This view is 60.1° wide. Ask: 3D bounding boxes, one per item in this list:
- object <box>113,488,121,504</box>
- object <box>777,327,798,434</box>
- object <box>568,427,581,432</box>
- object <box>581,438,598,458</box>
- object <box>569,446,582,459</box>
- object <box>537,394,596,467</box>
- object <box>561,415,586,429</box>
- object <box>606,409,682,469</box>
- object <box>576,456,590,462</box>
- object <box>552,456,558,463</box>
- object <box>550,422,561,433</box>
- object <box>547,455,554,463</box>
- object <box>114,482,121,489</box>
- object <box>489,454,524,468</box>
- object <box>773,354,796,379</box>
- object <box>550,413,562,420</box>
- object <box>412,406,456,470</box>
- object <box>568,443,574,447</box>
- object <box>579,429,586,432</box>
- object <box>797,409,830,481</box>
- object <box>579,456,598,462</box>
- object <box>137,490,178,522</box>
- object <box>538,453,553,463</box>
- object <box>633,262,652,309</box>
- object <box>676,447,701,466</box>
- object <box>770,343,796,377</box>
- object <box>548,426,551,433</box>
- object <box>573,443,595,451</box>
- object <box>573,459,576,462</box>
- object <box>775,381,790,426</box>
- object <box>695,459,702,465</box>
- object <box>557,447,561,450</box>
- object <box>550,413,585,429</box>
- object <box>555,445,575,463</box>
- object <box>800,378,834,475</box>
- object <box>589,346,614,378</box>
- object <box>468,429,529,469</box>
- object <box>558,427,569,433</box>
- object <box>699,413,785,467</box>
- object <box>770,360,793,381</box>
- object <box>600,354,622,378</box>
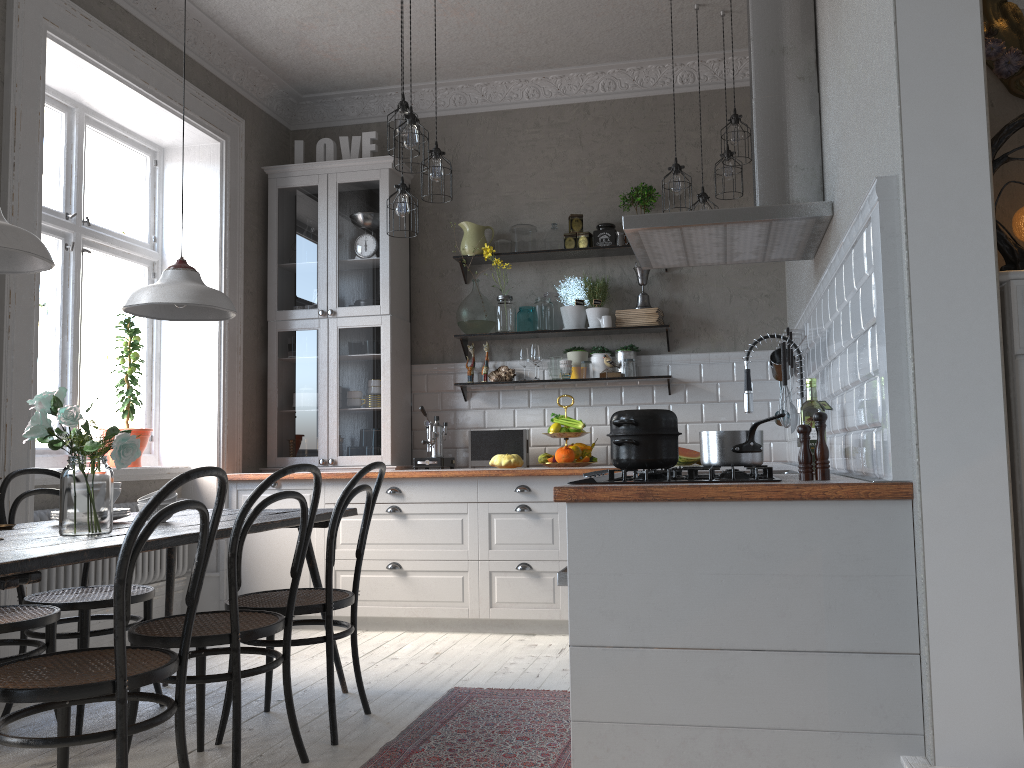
[{"bbox_3d":[-1.408,0.399,2.965,0.179,0.094,0.180,-1,-5,3],"label":"object"},{"bbox_3d":[1.165,-0.006,3.785,0.080,0.443,0.332,-2,-5,14],"label":"object"},{"bbox_3d":[0.358,0.280,5.127,0.076,0.062,0.099,0,-5,-14],"label":"object"},{"bbox_3d":[0.442,0.375,5.140,0.060,0.120,0.128,-4,-6,36],"label":"object"},{"bbox_3d":[0.356,0.394,5.089,0.087,0.078,0.089,-5,-6,39],"label":"object"},{"bbox_3d":[0.316,0.273,5.157,0.353,0.425,0.351,-1,-5,-3],"label":"object"},{"bbox_3d":[0.366,0.228,5.194,0.177,0.096,0.090,-4,-5,32],"label":"object"},{"bbox_3d":[0.333,0.140,2.233,0.191,0.147,0.192,0,-5,-8],"label":"object"},{"bbox_3d":[0.403,0.437,5.068,0.069,0.051,0.088,2,-5,-30],"label":"object"},{"bbox_3d":[0.263,0.448,5.153,0.070,0.076,0.228,-1,-5,-4],"label":"object"},{"bbox_3d":[0.252,0.256,5.099,0.058,0.069,0.080,-4,-5,32],"label":"object"},{"bbox_3d":[0.244,0.438,5.142,0.083,0.057,0.090,-6,-6,44],"label":"object"},{"bbox_3d":[-1.408,0.379,2.967,0.179,0.094,0.180,-1,-5,3],"label":"object"},{"bbox_3d":[-0.031,0.439,5.043,0.195,0.083,0.191,-2,-5,13],"label":"object"},{"bbox_3d":[1.312,-0.104,4.274,0.107,0.161,0.138,-2,-5,15],"label":"object"},{"bbox_3d":[0.259,0.196,5.152,0.073,0.058,0.050,0,-5,-11],"label":"object"},{"bbox_3d":[-0.478,0.322,5.262,0.204,0.370,0.356,-2,-5,13],"label":"object"},{"bbox_3d":[0.352,0.393,5.208,0.085,0.093,0.087,-2,-5,8],"label":"object"},{"bbox_3d":[0.405,0.278,5.148,0.051,0.050,0.050,-3,-5,22],"label":"object"},{"bbox_3d":[0.704,0.141,2.072,0.072,0.167,0.036,-2,-5,12],"label":"object"},{"bbox_3d":[0.416,0.438,5.191,0.055,0.044,0.212,3,-6,-39],"label":"object"},{"bbox_3d":[-1.187,0.402,2.964,0.122,0.119,0.130,-3,-5,28],"label":"object"},{"bbox_3d":[0.214,0.439,5.185,0.075,0.072,0.155,-5,-6,42],"label":"object"},{"bbox_3d":[0.788,-0.583,5.331,0.131,0.287,0.130,-1,-5,-3],"label":"object"},{"bbox_3d":[0.929,0.381,4.797,0.225,0.127,0.148,-1,-5,-5],"label":"object"},{"bbox_3d":[1.273,-0.113,4.152,0.106,0.161,0.139,-4,-5,29],"label":"object"},{"bbox_3d":[0.255,0.278,5.174,0.096,0.078,0.101,-1,-5,-1],"label":"object"},{"bbox_3d":[0.417,0.370,5.153,0.126,0.056,0.060,-1,-5,4],"label":"object"},{"bbox_3d":[0.337,0.446,5.086,0.070,0.065,0.070,-4,-6,33],"label":"object"},{"bbox_3d":[1.411,0.033,4.645,0.076,0.378,0.083,-2,-5,12],"label":"object"},{"bbox_3d":[1.066,0.417,4.946,0.203,0.073,0.118,1,-5,-25],"label":"object"},{"bbox_3d":[0.323,0.406,5.220,0.077,0.076,0.157,-5,-6,39],"label":"object"},{"bbox_3d":[0.322,0.214,5.133,0.208,0.101,0.068,-3,-5,18],"label":"object"},{"bbox_3d":[0.300,0.401,5.022,0.114,0.110,0.110,1,-5,-20],"label":"object"},{"bbox_3d":[0.891,0.124,2.584,0.089,0.282,0.082,-2,-5,13],"label":"object"},{"bbox_3d":[0.541,-0.129,5.387,0.170,0.214,0.150,-5,-6,42],"label":"object"},{"bbox_3d":[-0.078,0.386,5.266,0.348,0.226,0.089,-2,-5,11],"label":"object"},{"bbox_3d":[0.296,0.278,5.104,0.063,0.061,0.067,-2,-5,12],"label":"object"},{"bbox_3d":[0.649,0.155,2.403,0.178,0.134,0.297,3,-6,-43],"label":"object"},{"bbox_3d":[1.342,-0.094,4.400,0.107,0.161,0.139,-3,-5,25],"label":"object"},{"bbox_3d":[0.593,-0.104,5.284,0.120,0.147,0.099,1,-5,-20],"label":"object"}]
